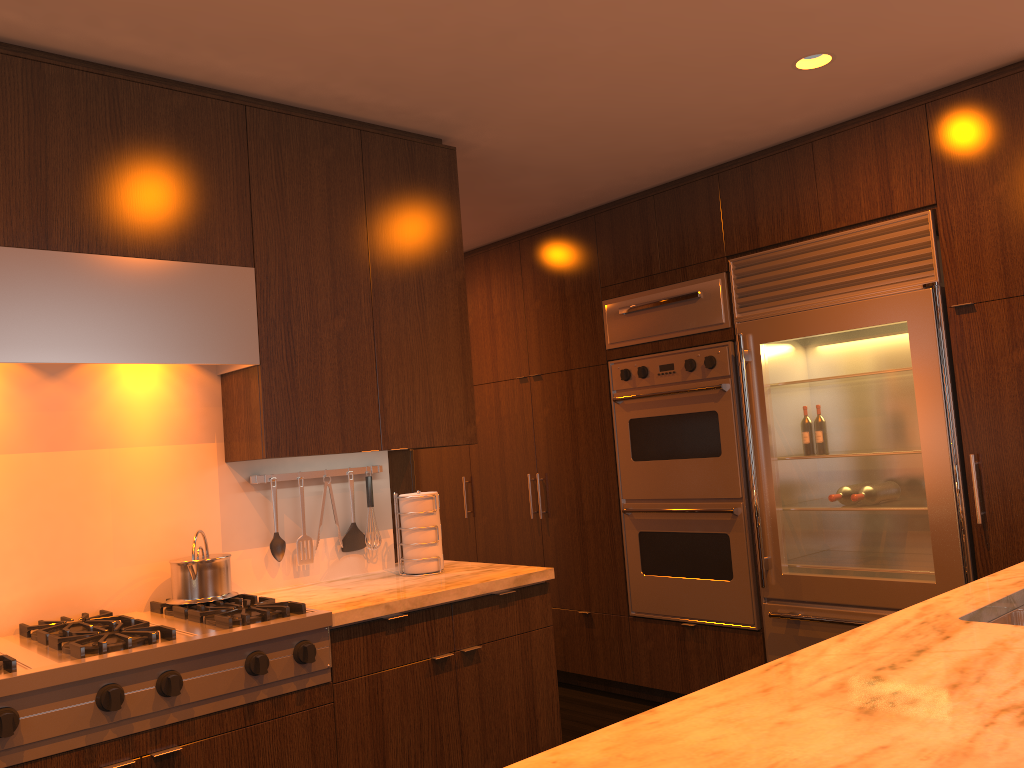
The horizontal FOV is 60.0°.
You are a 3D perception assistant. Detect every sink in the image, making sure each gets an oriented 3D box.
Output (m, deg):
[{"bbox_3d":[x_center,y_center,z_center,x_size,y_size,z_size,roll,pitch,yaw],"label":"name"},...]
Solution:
[{"bbox_3d":[1.364,0.597,1.963,0.813,0.176,0.457,-1,-6,-42],"label":"sink"}]

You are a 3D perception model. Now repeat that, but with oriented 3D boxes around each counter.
[{"bbox_3d":[-1.141,0.675,1.862,3.616,0.038,3.187,-1,-6,-42],"label":"counter"},{"bbox_3d":[1.365,0.461,1.582,2.711,0.038,1.280,-1,-6,-42],"label":"counter"}]

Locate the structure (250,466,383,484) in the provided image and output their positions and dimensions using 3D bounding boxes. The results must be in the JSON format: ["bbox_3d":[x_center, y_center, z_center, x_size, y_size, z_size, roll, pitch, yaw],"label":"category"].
[{"bbox_3d":[-0.707,0.332,3.269,0.541,0.031,0.048,-1,-5,-38],"label":"structure"}]

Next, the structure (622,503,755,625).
[{"bbox_3d":[0.820,0.847,4.255,0.064,0.544,0.710,-1,-6,-42],"label":"structure"}]

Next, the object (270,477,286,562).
[{"bbox_3d":[-0.832,0.477,3.124,0.061,0.296,0.020,0,-6,-43],"label":"object"}]

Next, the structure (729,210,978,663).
[{"bbox_3d":[1.581,0.439,3.832,0.687,2.129,0.915,-1,-6,-42],"label":"structure"}]

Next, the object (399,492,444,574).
[{"bbox_3d":[-0.335,0.546,3.268,0.149,0.286,0.144,-7,-5,30],"label":"object"}]

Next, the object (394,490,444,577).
[{"bbox_3d":[-0.345,0.544,3.268,0.160,0.304,0.168,-5,-4,2],"label":"object"}]

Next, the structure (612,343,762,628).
[{"bbox_3d":[1.025,0.490,4.489,0.687,1.294,0.743,-1,-6,-42],"label":"structure"}]

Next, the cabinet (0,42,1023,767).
[{"bbox_3d":[0.313,-0.057,1.678,5.521,2.997,7.728,-1,-6,-42],"label":"cabinet"}]

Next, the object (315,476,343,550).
[{"bbox_3d":[-0.680,0.473,3.263,0.114,0.271,0.008,-1,-6,-42],"label":"object"}]

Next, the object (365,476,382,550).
[{"bbox_3d":[-0.539,0.493,3.387,0.063,0.281,0.063,-6,-5,25],"label":"object"}]

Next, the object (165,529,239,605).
[{"bbox_3d":[-0.992,0.574,2.827,0.221,0.218,0.221,-7,-5,33],"label":"object"}]

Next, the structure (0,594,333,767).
[{"bbox_3d":[-1.169,0.688,2.463,1.067,0.422,0.824,-1,-6,-42],"label":"structure"}]

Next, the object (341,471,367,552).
[{"bbox_3d":[-0.609,0.481,3.349,0.112,0.303,0.036,-1,-6,-42],"label":"object"}]

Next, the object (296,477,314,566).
[{"bbox_3d":[-0.753,0.493,3.197,0.066,0.314,0.004,-1,-6,-42],"label":"object"}]

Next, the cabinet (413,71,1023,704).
[{"bbox_3d":[0.866,0.350,4.683,0.690,2.540,3.924,-1,-6,-42],"label":"cabinet"}]
